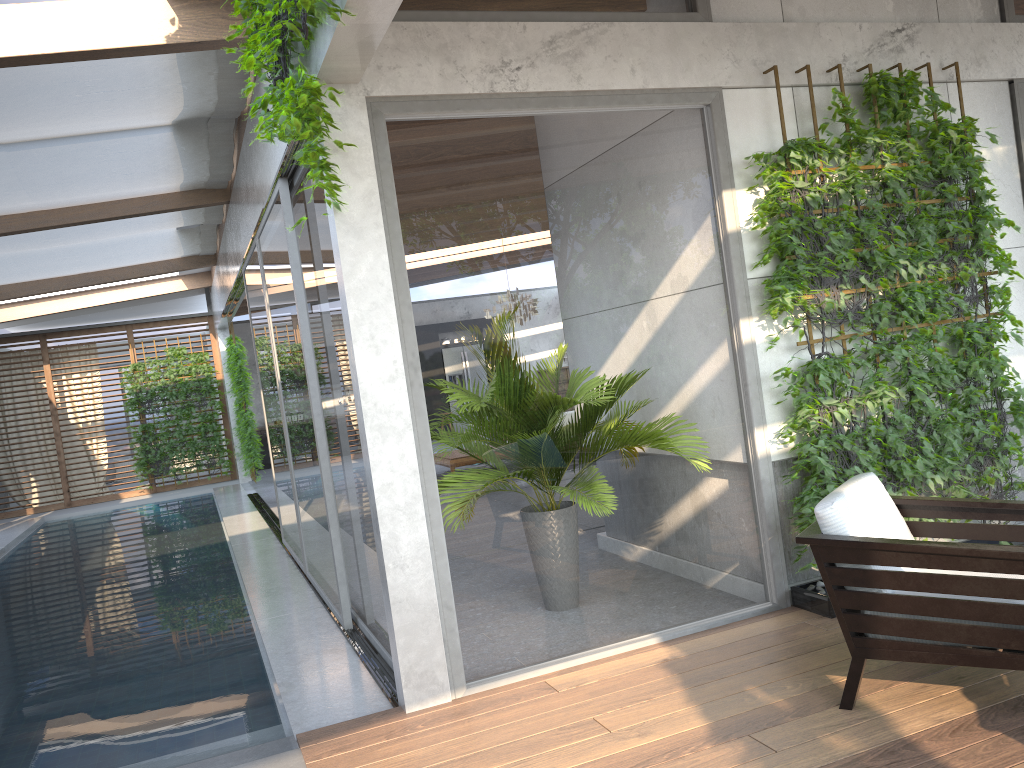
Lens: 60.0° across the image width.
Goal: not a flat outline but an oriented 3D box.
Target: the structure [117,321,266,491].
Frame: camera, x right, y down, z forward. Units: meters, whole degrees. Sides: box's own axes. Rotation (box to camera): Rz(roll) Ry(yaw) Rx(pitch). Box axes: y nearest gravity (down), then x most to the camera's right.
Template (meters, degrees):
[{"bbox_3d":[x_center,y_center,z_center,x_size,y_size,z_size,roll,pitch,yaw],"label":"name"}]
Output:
[{"bbox_3d":[-5.320,0.512,11.380,2.739,2.687,10.282,-8,1,-3],"label":"structure"}]

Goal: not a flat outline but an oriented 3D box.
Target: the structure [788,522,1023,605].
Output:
[{"bbox_3d":[1.910,0.769,5.906,2.012,0.595,2.203,-9,2,-20],"label":"structure"}]

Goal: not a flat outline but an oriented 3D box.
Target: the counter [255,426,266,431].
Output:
[{"bbox_3d":[-3.732,0.697,18.493,3.805,0.061,0.607,-9,2,-20],"label":"counter"}]

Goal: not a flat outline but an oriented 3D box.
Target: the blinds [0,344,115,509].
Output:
[{"bbox_3d":[-8.292,0.770,15.803,2.087,2.898,0.692,-8,2,-16],"label":"blinds"}]

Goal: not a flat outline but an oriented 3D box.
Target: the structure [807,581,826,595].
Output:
[{"bbox_3d":[1.917,0.968,4.540,0.928,0.044,0.231,-9,2,-20],"label":"structure"}]

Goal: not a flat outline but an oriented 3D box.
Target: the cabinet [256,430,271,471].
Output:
[{"bbox_3d":[-2.830,0.126,18.863,5.901,2.502,0.709,-9,2,-22],"label":"cabinet"}]

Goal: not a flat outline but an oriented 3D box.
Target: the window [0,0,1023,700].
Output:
[{"bbox_3d":[-0.709,-0.622,12.125,14.294,3.764,23.280,-9,2,-20],"label":"window"}]

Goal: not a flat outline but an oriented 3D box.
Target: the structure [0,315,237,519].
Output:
[{"bbox_3d":[-7.347,0.550,15.780,4.313,3.079,0.085,-9,2,-20],"label":"structure"}]

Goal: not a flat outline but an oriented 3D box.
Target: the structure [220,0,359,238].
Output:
[{"bbox_3d":[-1.116,-1.528,3.541,0.918,2.054,1.822,-9,2,-23],"label":"structure"}]

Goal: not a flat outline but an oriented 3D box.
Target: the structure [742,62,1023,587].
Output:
[{"bbox_3d":[2.062,-0.358,4.684,1.851,2.669,0.500,-9,2,-20],"label":"structure"}]
